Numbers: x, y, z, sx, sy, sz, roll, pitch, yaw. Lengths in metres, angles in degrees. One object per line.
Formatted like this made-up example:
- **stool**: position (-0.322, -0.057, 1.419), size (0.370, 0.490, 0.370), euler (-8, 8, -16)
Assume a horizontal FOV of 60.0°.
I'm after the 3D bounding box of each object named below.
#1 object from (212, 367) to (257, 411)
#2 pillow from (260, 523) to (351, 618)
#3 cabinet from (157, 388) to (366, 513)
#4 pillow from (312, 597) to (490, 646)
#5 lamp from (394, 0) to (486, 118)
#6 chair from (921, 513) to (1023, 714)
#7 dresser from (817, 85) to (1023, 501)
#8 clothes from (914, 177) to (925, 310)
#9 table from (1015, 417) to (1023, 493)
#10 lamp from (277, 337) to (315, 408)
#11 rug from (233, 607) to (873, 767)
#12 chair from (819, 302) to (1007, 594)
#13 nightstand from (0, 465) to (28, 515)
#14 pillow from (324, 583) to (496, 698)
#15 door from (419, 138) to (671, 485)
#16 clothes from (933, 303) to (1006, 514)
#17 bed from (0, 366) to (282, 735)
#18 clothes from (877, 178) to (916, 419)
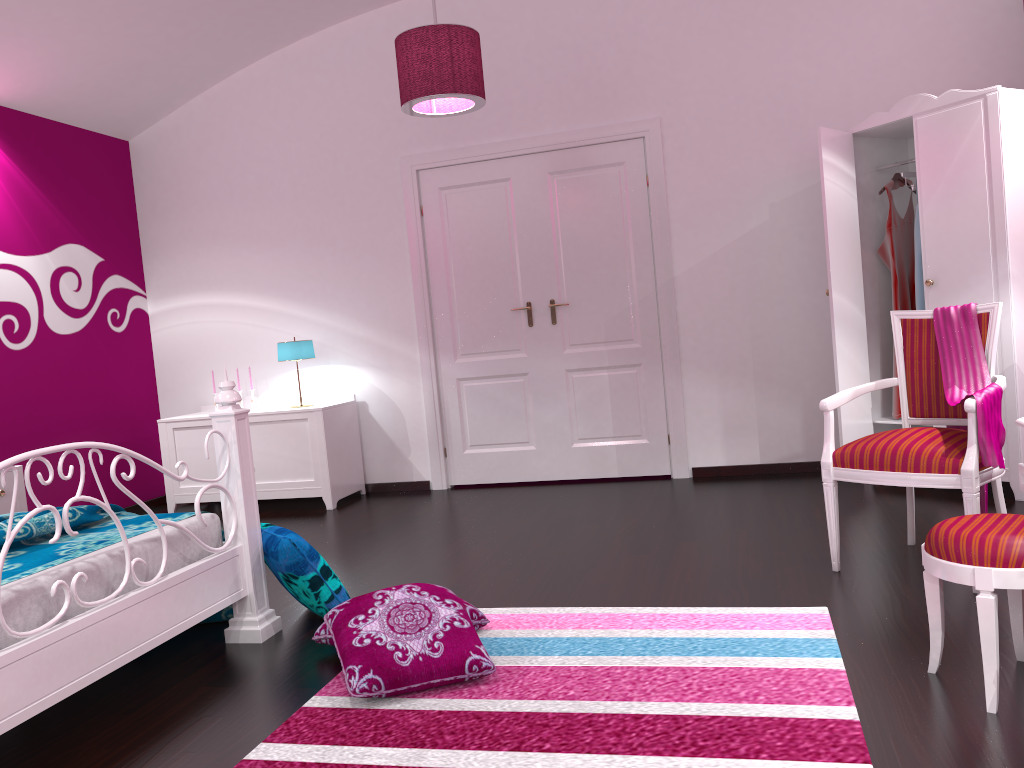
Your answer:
- **object**: position (-1.789, 0.036, 5.689), size (0.285, 0.284, 0.043), euler (-5, 3, 4)
- **pillow**: position (-0.742, 0.666, 3.132), size (0.264, 0.357, 0.402), euler (-7, 4, -34)
- **cabinet**: position (-1.599, 0.413, 5.655), size (1.142, 0.734, 0.506), euler (-4, 3, 15)
- **pillow**: position (-0.359, 0.746, 2.824), size (0.429, 0.142, 0.400), euler (-3, 4, 40)
- **lamp**: position (-0.608, -1.716, 2.944), size (0.377, 1.129, 2.377), euler (-4, 3, 15)
- **chair**: position (1.175, 0.526, 2.117), size (0.337, 0.390, 0.337), euler (-5, 3, 12)
- **dresser**: position (2.049, -0.432, 4.284), size (0.875, 1.893, 0.842), euler (-7, 4, -30)
- **clothes**: position (2.137, -0.466, 4.456), size (0.180, 1.199, 0.191), euler (-3, 4, 39)
- **table**: position (1.539, 0.400, 1.991), size (0.526, 0.592, 0.856), euler (-4, 3, 15)
- **lamp**: position (-1.334, -0.075, 5.529), size (0.229, 0.438, 0.229), euler (-7, 4, -30)
- **rug**: position (0.050, 0.832, 1.948), size (1.400, 0.018, 2.100), euler (-4, 3, 15)
- **chair**: position (1.431, 0.192, 3.088), size (0.511, 0.901, 0.528), euler (-8, 4, -40)
- **nightstand**: position (-2.649, 0.661, 4.020), size (0.455, 0.616, 0.742), euler (-4, 3, 15)
- **pillow**: position (-0.303, 0.714, 2.525), size (0.425, 0.224, 0.391), euler (-6, 3, -17)
- **door**: position (0.183, -0.397, 5.436), size (1.405, 2.001, 0.098), euler (-4, 3, 15)
- **clothes**: position (1.570, 0.115, 3.014), size (0.162, 0.777, 0.601), euler (-4, 3, 19)
- **bed**: position (-2.199, 0.442, 2.459), size (2.317, 1.143, 2.167), euler (-4, 3, 15)
- **clothes**: position (2.019, -0.452, 4.613), size (0.315, 1.237, 0.173), euler (-7, 4, -27)
